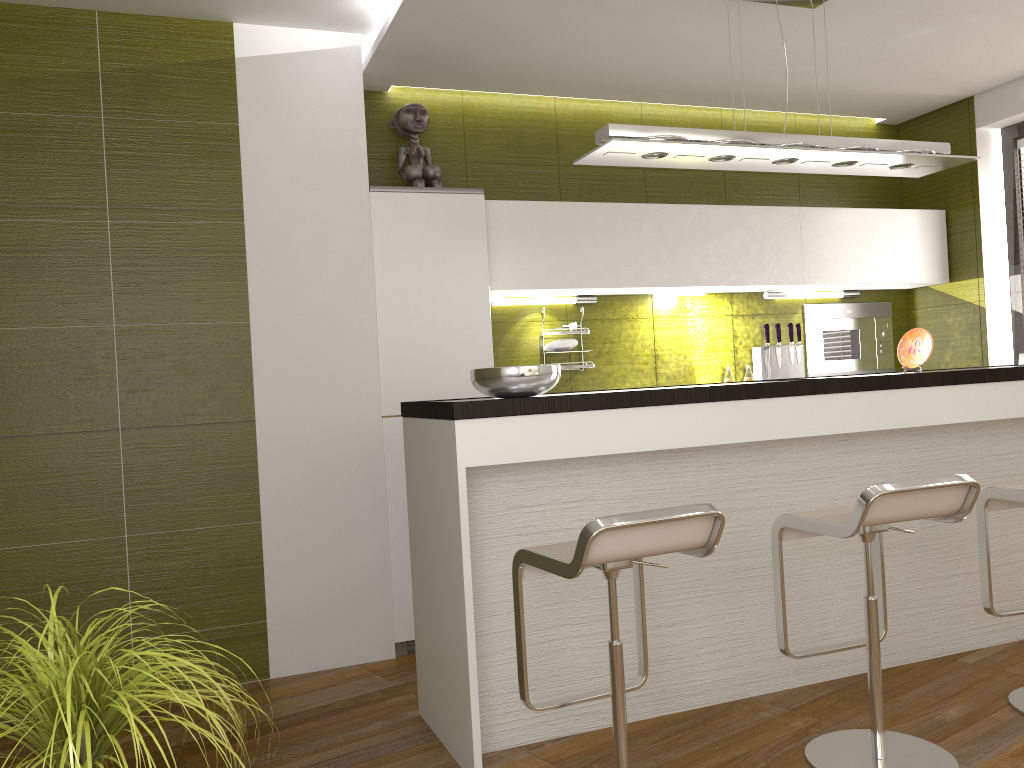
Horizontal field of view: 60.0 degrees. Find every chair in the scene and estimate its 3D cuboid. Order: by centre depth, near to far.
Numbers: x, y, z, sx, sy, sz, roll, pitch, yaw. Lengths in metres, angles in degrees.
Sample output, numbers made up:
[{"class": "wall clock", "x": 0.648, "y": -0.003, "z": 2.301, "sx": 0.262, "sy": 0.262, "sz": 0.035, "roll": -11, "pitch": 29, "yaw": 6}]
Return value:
[{"class": "chair", "x": 0.284, "y": 0.734, "z": 2.312, "sx": 0.418, "sy": 0.857, "sz": 0.460, "roll": -3, "pitch": 0, "yaw": -25}, {"class": "chair", "x": 1.074, "y": 0.690, "z": 2.612, "sx": 0.418, "sy": 0.857, "sz": 0.460, "roll": -3, "pitch": 0, "yaw": -20}, {"class": "chair", "x": 1.865, "y": 0.645, "z": 2.912, "sx": 0.418, "sy": 0.857, "sz": 0.460, "roll": -3, "pitch": 0, "yaw": -15}]

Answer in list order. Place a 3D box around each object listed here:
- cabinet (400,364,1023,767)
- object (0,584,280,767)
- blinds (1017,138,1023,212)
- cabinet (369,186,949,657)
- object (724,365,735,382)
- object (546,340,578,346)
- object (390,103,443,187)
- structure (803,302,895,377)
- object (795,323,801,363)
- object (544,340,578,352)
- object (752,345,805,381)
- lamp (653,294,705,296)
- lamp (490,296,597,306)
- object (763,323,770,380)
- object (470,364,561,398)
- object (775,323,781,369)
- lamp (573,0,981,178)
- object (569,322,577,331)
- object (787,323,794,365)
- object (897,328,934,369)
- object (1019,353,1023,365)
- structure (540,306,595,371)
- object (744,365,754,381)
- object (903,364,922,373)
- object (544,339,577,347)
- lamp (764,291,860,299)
[{"class": "cabinet", "x": 1.119, "y": 0.548, "z": 3.440, "sx": 2.947, "sy": 1.134, "sz": 0.663, "roll": -3, "pitch": 0, "yaw": -21}, {"class": "object", "x": -0.656, "y": 0.764, "z": 1.365, "sx": 0.585, "sy": 0.904, "sz": 0.606, "roll": -3, "pitch": 0, "yaw": 38}, {"class": "blinds", "x": 4.687, "y": -3.367, "z": 8.280, "sx": 16.000, "sy": 12.704, "sz": 9.030, "roll": -3, "pitch": 0, "yaw": 19}, {"class": "cabinet", "x": 0.924, "y": 0.081, "z": 4.854, "sx": 3.471, "sy": 2.089, "sz": 0.724, "roll": -3, "pitch": 0, "yaw": -21}, {"class": "object", "x": 1.213, "y": -0.044, "z": 4.953, "sx": 0.059, "sy": 0.121, "sz": 0.059, "roll": -3, "pitch": 0, "yaw": 25}, {"class": "object", "x": 0.255, "y": -0.200, "z": 4.627, "sx": 0.181, "sy": 0.052, "sz": 0.173, "roll": -3, "pitch": 0, "yaw": -21}, {"class": "object", "x": -0.456, "y": -1.131, "z": 4.286, "sx": 0.195, "sy": 0.488, "sz": 0.304, "roll": -3, "pitch": 0, "yaw": -23}, {"class": "structure", "x": 2.059, "y": -0.256, "z": 5.390, "sx": 0.663, "sy": 0.469, "sz": 0.015, "roll": -3, "pitch": 0, "yaw": -21}, {"class": "object", "x": 1.641, "y": -0.233, "z": 5.083, "sx": 0.040, "sy": 0.231, "sz": 0.013, "roll": -3, "pitch": 0, "yaw": -21}, {"class": "object", "x": 0.256, "y": -0.197, "z": 4.626, "sx": 0.181, "sy": 0.052, "sz": 0.173, "roll": -3, "pitch": 0, "yaw": -21}, {"class": "object", "x": 1.529, "y": -0.104, "z": 5.082, "sx": 0.293, "sy": 0.227, "sz": 0.107, "roll": -3, "pitch": 0, "yaw": -21}, {"class": "lamp", "x": 0.941, "y": -0.500, "z": 4.983, "sx": 0.334, "sy": 0.008, "sz": 0.008, "roll": -3, "pitch": 0, "yaw": -21}, {"class": "lamp", "x": 0.116, "y": -0.435, "z": 4.656, "sx": 0.715, "sy": 0.041, "sz": 0.041, "roll": -3, "pitch": 0, "yaw": -21}, {"class": "object", "x": 1.439, "y": -0.172, "z": 5.006, "sx": 0.046, "sy": 0.339, "sz": 0.013, "roll": -3, "pitch": 0, "yaw": -21}, {"class": "object", "x": 0.014, "y": -0.006, "z": 3.043, "sx": 0.311, "sy": 0.105, "sz": 0.311, "roll": -3, "pitch": 0, "yaw": -8}, {"class": "object", "x": 1.511, "y": -0.214, "z": 5.034, "sx": 0.042, "sy": 0.264, "sz": 0.013, "roll": -3, "pitch": 0, "yaw": -21}, {"class": "lamp", "x": 1.049, "y": -1.208, "z": 3.465, "sx": 1.677, "sy": 0.683, "sz": 0.326, "roll": -3, "pitch": 0, "yaw": -21}, {"class": "object", "x": 0.323, "y": -0.301, "z": 4.701, "sx": 0.046, "sy": 0.053, "sz": 0.051, "roll": -3, "pitch": 0, "yaw": 11}, {"class": "object", "x": 1.594, "y": -0.229, "z": 5.065, "sx": 0.036, "sy": 0.243, "sz": 0.013, "roll": -3, "pitch": 0, "yaw": -21}, {"class": "object", "x": 1.764, "y": -0.156, "z": 3.881, "sx": 0.055, "sy": 0.178, "sz": 0.184, "roll": -3, "pitch": 0, "yaw": -24}, {"class": "object", "x": 2.820, "y": -0.083, "z": 4.835, "sx": 0.057, "sy": 0.169, "sz": 0.106, "roll": -3, "pitch": 0, "yaw": -26}, {"class": "structure", "x": 0.289, "y": -0.238, "z": 4.675, "sx": 0.266, "sy": 0.346, "sz": 0.110, "roll": -3, "pitch": 0, "yaw": -21}, {"class": "object", "x": 1.338, "y": -0.052, "z": 5.013, "sx": 0.059, "sy": 0.121, "sz": 0.059, "roll": -3, "pitch": 0, "yaw": 36}, {"class": "object", "x": 1.766, "y": -0.118, "z": 3.880, "sx": 0.072, "sy": 0.131, "sz": 0.088, "roll": -3, "pitch": 0, "yaw": -26}, {"class": "object", "x": 0.255, "y": -0.203, "z": 4.628, "sx": 0.181, "sy": 0.052, "sz": 0.173, "roll": -3, "pitch": 0, "yaw": -21}, {"class": "lamp", "x": 1.784, "y": -0.529, "z": 5.255, "sx": 0.716, "sy": 0.041, "sz": 0.095, "roll": -3, "pitch": 0, "yaw": -21}]
